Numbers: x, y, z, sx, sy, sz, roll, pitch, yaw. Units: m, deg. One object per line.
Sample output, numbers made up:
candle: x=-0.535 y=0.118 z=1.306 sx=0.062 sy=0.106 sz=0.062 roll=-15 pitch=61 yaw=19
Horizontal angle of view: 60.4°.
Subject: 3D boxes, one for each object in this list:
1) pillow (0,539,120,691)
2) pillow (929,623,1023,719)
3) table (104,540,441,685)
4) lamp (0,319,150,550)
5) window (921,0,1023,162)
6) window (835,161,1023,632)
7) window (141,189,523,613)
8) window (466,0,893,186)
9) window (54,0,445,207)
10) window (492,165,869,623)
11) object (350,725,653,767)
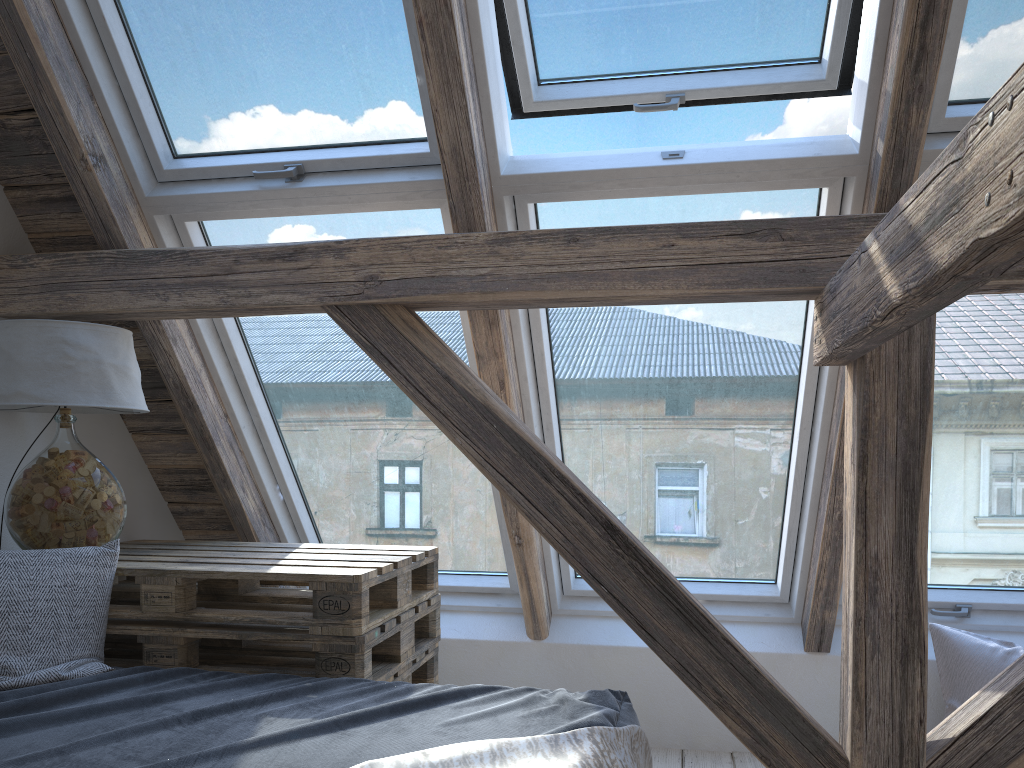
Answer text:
pillow: x=-1.231 y=0.442 z=1.715 sx=0.386 sy=0.399 sz=0.969 roll=0 pitch=-4 yaw=28
pillow: x=1.810 y=0.953 z=2.513 sx=1.133 sy=0.526 sz=0.435 roll=0 pitch=-1 yaw=3
table: x=-0.773 y=0.819 z=2.426 sx=1.016 sy=0.703 sz=0.675 roll=0 pitch=-1 yaw=11
lamp: x=-1.332 y=0.505 z=2.201 sx=0.823 sy=1.287 sz=0.388 roll=0 pitch=2 yaw=-3
window: x=1.182 y=-1.160 z=1.350 sx=0.855 sy=1.278 sz=1.096 roll=0 pitch=-1 yaw=11
window: x=1.371 y=0.116 z=2.376 sx=0.855 sy=1.278 sz=1.096 roll=0 pitch=-1 yaw=11
window: x=-0.434 y=0.140 z=2.731 sx=0.855 sy=1.278 sz=1.096 roll=0 pitch=-1 yaw=11
window: x=0.289 y=-1.145 z=1.573 sx=0.855 sy=1.277 sz=1.351 roll=0 pitch=-1 yaw=11
window: x=-0.623 y=-1.136 z=1.706 sx=0.855 sy=1.278 sz=1.096 roll=0 pitch=-1 yaw=11
window: x=0.469 y=0.128 z=2.554 sx=0.855 sy=1.278 sz=1.096 roll=0 pitch=-1 yaw=11
object: x=0.322 y=0.802 z=1.230 sx=1.010 sy=0.474 sz=0.811 roll=-3 pitch=-4 yaw=41
